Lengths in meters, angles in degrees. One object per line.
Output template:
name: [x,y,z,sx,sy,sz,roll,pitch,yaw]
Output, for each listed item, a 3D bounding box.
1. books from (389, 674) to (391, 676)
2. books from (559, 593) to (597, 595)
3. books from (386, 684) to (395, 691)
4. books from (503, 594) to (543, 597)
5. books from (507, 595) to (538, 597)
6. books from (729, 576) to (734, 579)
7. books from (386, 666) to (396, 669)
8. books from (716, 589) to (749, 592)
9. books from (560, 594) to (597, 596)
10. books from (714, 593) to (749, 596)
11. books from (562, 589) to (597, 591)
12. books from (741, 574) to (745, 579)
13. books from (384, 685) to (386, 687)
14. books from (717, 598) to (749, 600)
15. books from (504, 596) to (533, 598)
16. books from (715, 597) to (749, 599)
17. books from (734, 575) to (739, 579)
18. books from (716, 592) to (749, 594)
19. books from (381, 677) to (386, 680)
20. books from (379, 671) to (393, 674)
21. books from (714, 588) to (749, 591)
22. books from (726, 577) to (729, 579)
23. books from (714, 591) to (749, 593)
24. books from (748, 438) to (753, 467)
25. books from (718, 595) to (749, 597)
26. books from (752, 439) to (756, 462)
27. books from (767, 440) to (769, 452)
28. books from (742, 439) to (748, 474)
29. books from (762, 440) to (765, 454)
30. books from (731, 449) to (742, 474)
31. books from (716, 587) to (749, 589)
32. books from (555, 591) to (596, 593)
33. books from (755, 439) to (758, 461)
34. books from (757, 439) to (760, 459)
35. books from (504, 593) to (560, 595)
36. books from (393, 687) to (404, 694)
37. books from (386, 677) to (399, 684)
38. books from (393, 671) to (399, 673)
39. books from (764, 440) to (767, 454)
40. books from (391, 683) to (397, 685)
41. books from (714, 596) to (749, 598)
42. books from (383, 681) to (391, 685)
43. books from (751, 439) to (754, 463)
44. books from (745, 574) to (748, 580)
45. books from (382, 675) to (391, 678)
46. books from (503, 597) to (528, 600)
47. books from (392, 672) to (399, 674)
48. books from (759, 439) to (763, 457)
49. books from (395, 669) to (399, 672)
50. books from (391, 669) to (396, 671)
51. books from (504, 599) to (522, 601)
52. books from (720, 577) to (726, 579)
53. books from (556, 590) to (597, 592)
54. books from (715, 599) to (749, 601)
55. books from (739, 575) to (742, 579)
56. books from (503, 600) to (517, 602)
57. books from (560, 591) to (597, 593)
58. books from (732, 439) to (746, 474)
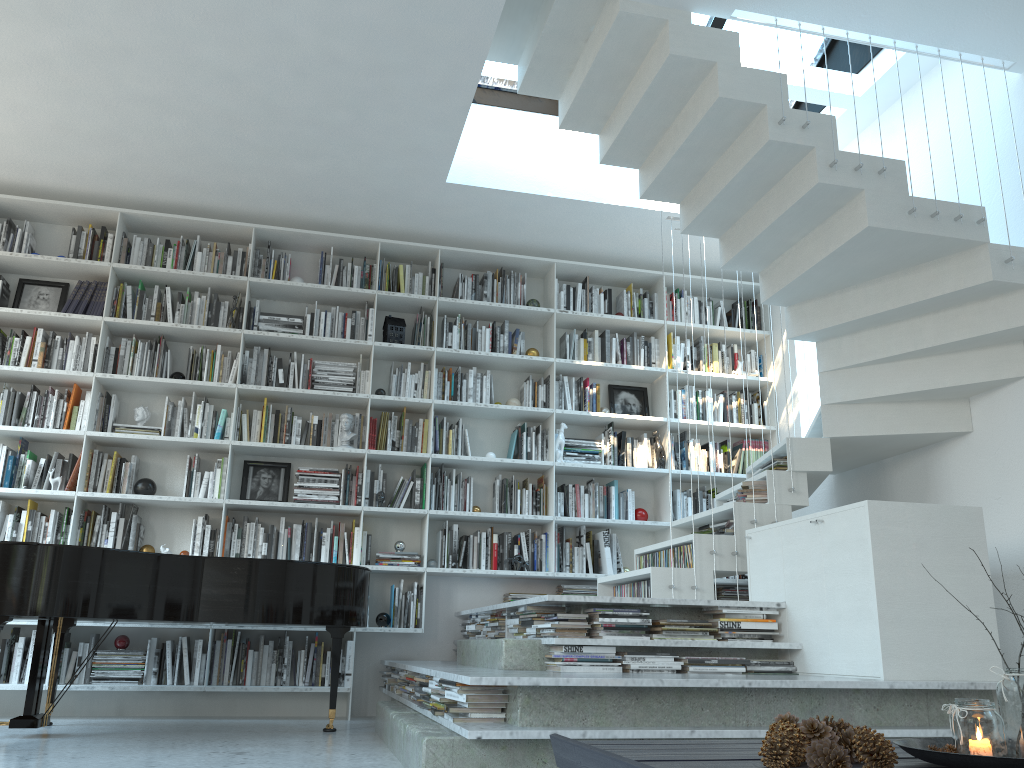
books: [-0.675,1.799,5.483,0.136,0.013,0.259,5,-17,-14]
books: [0.450,1.426,6.001,0.285,0.005,0.160,5,-17,-13]
books: [-0.630,1.777,5.187,0.189,0.029,0.238,5,-17,-12]
books: [0.129,1.416,5.922,0.346,0.007,0.194,5,-17,-14]
books: [0.129,1.424,5.920,0.308,0.008,0.195,4,-17,-11]
books: [1.503,1.245,6.229,0.031,0.265,0.169,5,-16,-12]
books: [-0.685,1.756,5.493,0.158,0.014,0.235,5,-17,-14]
books: [1.583,1.465,6.269,0.254,0.009,0.161,5,-17,-13]
books: [0.450,1.431,5.999,0.285,0.005,0.160,5,-17,-12]
books: [1.584,1.490,6.257,0.285,0.009,0.160,4,-17,-10]
books: [0.456,1.398,6.000,0.254,0.005,0.161,6,-17,-17]
books: [1.595,1.268,6.261,0.024,0.242,0.141,5,-16,-12]
books: [-0.689,1.864,5.461,0.171,0.015,0.242,5,-17,-12]
books: [1.585,1.523,6.254,0.328,0.008,0.208,4,-17,-11]
books: [0.129,1.431,5.918,0.346,0.007,0.194,4,-17,-11]
books: [1.584,1.517,6.258,0.327,0.008,0.208,2,-17,-4]
books: [1.539,1.287,6.233,0.024,0.188,0.176,5,-17,-12]
books: [1.585,1.481,6.258,0.254,0.009,0.161,4,-17,-9]
books: [-0.700,1.818,5.472,0.177,0.012,0.279,6,-17,-16]
books: [-0.705,1.784,5.480,0.191,0.013,0.244,6,-17,-16]
books: [1.583,1.458,6.274,0.285,0.009,0.160,5,-17,-13]
books: [1.478,1.239,6.243,0.012,0.284,0.160,5,-16,-12]
books: [1.583,1.475,6.269,0.285,0.009,0.160,5,-17,-13]
books: [1.720,0.560,6.527,0.018,0.292,0.170,5,-16,-12]
books: [1.584,1.499,6.255,0.254,0.009,0.161,4,-17,-10]
books: [1.753,0.567,6.547,0.018,0.292,0.170,5,-16,-12]
books: [1.859,0.576,6.571,0.018,0.292,0.170,5,-16,-12]
books: [1.694,0.562,6.534,0.033,0.293,0.170,5,-16,-12]
books: [1.823,0.573,6.563,0.018,0.292,0.170,5,-16,-12]
books: [1.617,0.596,6.504,0.088,0.216,0.167,5,-17,-13]
books: [1.584,1.448,6.272,0.254,0.009,0.161,4,-17,-11]
books: [0.452,1.414,5.997,0.285,0.005,0.160,6,-17,-16]
books: [1.771,0.567,6.547,0.018,0.292,0.170,5,-16,-12]
books: [1.788,0.570,6.555,0.018,0.292,0.170,5,-16,-12]
books: [0.129,1.409,5.924,0.346,0.007,0.194,4,-17,-11]
books: [-0.560,1.693,4.897,0.177,0.026,0.231,4,-17,-10]
books: [-0.637,1.737,5.196,0.191,0.028,0.213,4,-17,-9]
books: [-0.610,1.697,5.214,0.126,0.005,0.291,6,-17,-17]
books: [1.843,0.572,6.557,0.018,0.292,0.170,5,-16,-12]
books: [-0.618,1.758,5.195,0.147,0.012,0.206,6,-17,-17]
books: [1.586,1.506,6.250,0.328,0.008,0.208,3,-17,-8]
books: [-0.699,1.842,5.465,0.179,0.012,0.262,4,-17,-10]
books: [1.735,0.566,6.543,0.018,0.292,0.170,5,-16,-12]
books: [1.618,1.218,6.253,0.010,0.334,0.185,5,-16,-12]
books: [-0.698,1.808,5.475,0.188,0.009,0.211,5,-17,-13]
books: [0.131,1.435,5.908,0.346,0.007,0.194,6,-17,-17]
books: [-0.619,1.703,5.210,0.160,0.009,0.292,4,-17,-11]
books: [1.807,0.570,6.555,0.018,0.292,0.170,5,-16,-12]
books: [-0.605,1.688,5.218,0.135,0.014,0.298,5,-17,-12]
books: [-0.671,1.773,5.492,0.133,0.017,0.232,5,-17,-12]
books: [0.129,1.445,5.914,0.346,0.007,0.194,4,-17,-11]
books: [1.454,1.232,6.221,0.012,0.284,0.160,5,-16,-12]
books: [0.455,1.404,6.003,0.285,0.005,0.160,6,-17,-15]
books: [1.585,1.529,6.246,0.368,0.007,0.206,4,-17,-9]
books: [1.562,1.243,6.256,0.047,0.286,0.141,5,-16,-12]
books: [0.129,1.451,5.909,0.346,0.007,0.194,6,-17,-15]
books: [0.455,1.409,5.999,0.254,0.005,0.161,4,-17,-9]
books: [1.657,0.561,6.525,0.072,0.290,0.170,5,-16,-13]
